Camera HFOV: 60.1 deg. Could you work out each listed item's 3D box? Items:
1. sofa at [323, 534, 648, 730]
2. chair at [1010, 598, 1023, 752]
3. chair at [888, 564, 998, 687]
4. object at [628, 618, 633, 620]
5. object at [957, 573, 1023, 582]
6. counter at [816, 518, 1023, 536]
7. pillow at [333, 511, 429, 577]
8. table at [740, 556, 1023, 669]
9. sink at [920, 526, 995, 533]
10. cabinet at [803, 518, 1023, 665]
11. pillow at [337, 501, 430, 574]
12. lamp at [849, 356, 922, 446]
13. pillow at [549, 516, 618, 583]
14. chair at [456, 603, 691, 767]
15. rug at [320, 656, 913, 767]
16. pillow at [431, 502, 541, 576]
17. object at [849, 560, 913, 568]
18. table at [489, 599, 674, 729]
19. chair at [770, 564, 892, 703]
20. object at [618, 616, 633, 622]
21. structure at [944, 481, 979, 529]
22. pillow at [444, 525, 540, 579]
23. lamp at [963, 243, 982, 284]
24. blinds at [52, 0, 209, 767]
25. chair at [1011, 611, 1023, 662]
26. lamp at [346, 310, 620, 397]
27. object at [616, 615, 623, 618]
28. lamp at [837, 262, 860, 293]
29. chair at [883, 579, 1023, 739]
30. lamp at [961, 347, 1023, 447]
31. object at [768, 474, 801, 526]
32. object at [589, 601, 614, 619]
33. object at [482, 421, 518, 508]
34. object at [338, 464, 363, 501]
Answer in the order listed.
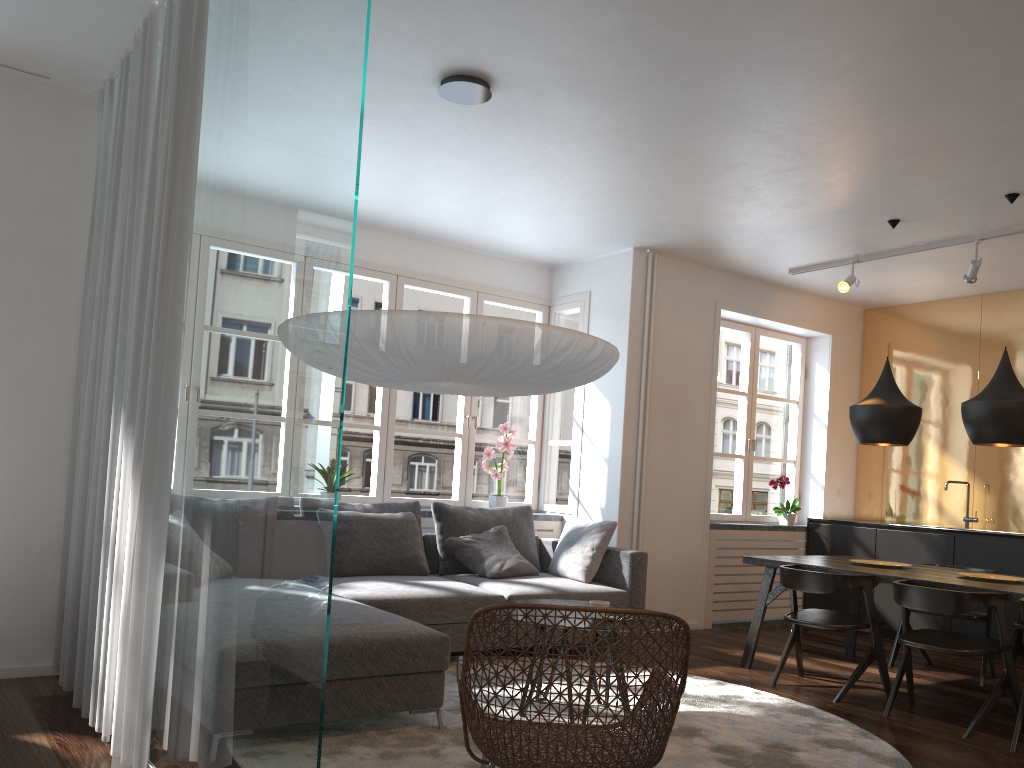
[{"bbox_3d":[-0.381,1.231,4.836,3.079,0.669,2.042,8,-7,-35],"label":"sofa"},{"bbox_3d":[2.509,1.303,3.873,0.521,0.669,0.593,6,-5,-37],"label":"chair"},{"bbox_3d":[2.801,1.510,5.643,0.521,0.669,0.593,6,-5,-39],"label":"chair"},{"bbox_3d":[0.544,1.042,3.915,0.015,0.015,0.169,0,-7,42],"label":"object"},{"bbox_3d":[2.618,1.056,4.813,0.355,0.016,0.358,-1,-7,35],"label":"object"},{"bbox_3d":[4.274,1.049,5.678,0.735,0.002,5.066,8,-7,-35],"label":"counter"},{"bbox_3d":[-0.841,0.974,5.404,0.669,0.396,0.292,7,-5,-35],"label":"pillow"},{"bbox_3d":[2.575,1.398,4.766,1.110,0.676,2.503,7,-7,-35],"label":"table"},{"bbox_3d":[4.166,1.029,5.762,0.484,0.243,3.418,7,-7,-36],"label":"sink"},{"bbox_3d":[4.247,1.495,5.664,0.735,0.896,5.069,6,-6,-35],"label":"cabinet"},{"bbox_3d":[-0.910,0.958,5.530,0.842,0.473,0.277,7,-4,-35],"label":"pillow"},{"bbox_3d":[2.279,0.102,5.394,0.411,0.539,0.412,4,-3,-2],"label":"lamp"},{"bbox_3d":[0.435,1.100,5.908,0.287,0.413,0.494,6,-5,-36],"label":"pillow"},{"bbox_3d":[0.174,1.020,2.842,0.718,0.707,0.688,4,-4,-3],"label":"chair"},{"bbox_3d":[0.235,1.497,3.893,2.836,0.012,2.853,-1,-7,34],"label":"rug"},{"bbox_3d":[-0.161,1.061,6.049,0.839,0.475,0.275,7,-4,-35],"label":"pillow"},{"bbox_3d":[2.231,1.091,5.357,0.357,0.016,0.356,7,-7,-32],"label":"object"},{"bbox_3d":[0.299,1.286,4.054,0.850,0.471,0.848,7,-6,-33],"label":"table"},{"bbox_3d":[1.755,1.370,4.926,0.521,0.669,0.593,6,-5,-37],"label":"chair"},{"bbox_3d":[0.506,1.042,3.936,0.025,0.016,0.164,1,-7,30],"label":"object"},{"bbox_3d":[3.529,0.956,6.944,0.266,0.384,0.109,5,-2,-20],"label":"structure"},{"bbox_3d":[-0.123,1.093,5.781,0.444,0.320,0.495,0,-6,36],"label":"pillow"},{"bbox_3d":[2.978,-0.776,5.669,0.085,0.238,0.252,3,-4,6],"label":"lamp"},{"bbox_3d":[-1.580,-0.064,3.554,0.153,2.726,1.809,5,-3,-33],"label":"blinds"},{"bbox_3d":[3.189,1.470,5.047,0.521,0.669,0.593,6,-5,-37],"label":"chair"},{"bbox_3d":[-0.270,-0.081,3.878,1.470,0.209,1.477,3,-6,1],"label":"lamp"},{"bbox_3d":[0.480,1.048,3.987,0.026,0.010,0.125,1,-6,21],"label":"object"},{"bbox_3d":[2.385,-0.747,6.259,0.085,0.239,0.252,1,-4,42],"label":"lamp"},{"bbox_3d":[2.155,1.335,4.373,0.521,0.669,0.593,6,-4,-34],"label":"chair"},{"bbox_3d":[2.683,0.065,4.824,0.410,0.539,0.413,1,-4,31],"label":"lamp"},{"bbox_3d":[2.322,0.981,7.494,0.229,0.435,0.408,2,-4,31],"label":"object"},{"bbox_3d":[0.399,1.008,3.936,0.092,0.069,0.139,5,-6,-23],"label":"object"},{"bbox_3d":[-0.097,0.624,6.668,0.297,0.688,0.202,2,-3,34],"label":"object"},{"bbox_3d":[-1.167,0.657,5.896,0.322,0.327,0.378,1,-5,30],"label":"object"}]
